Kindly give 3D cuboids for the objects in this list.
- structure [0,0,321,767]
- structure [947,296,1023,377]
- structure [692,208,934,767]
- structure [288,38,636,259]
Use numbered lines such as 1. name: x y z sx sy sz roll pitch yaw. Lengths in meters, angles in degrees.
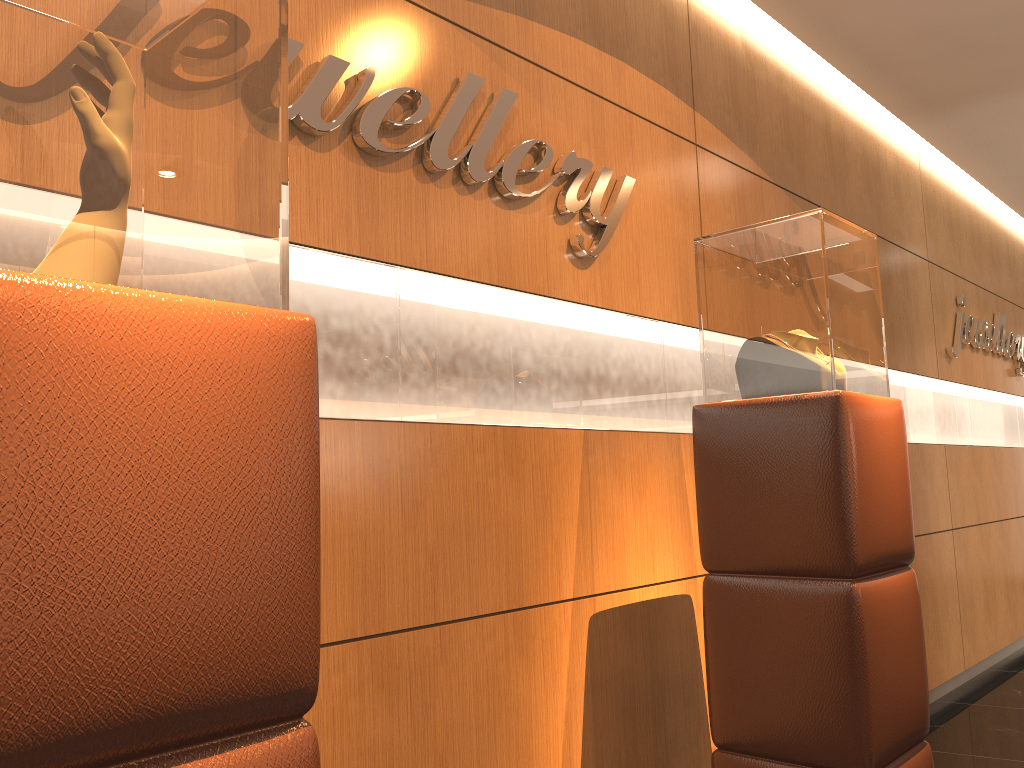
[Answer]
1. structure: -0.542 0.415 1.042 0.498 2.000 0.484 -8 -9 42
2. structure: 3.457 -0.326 6.387 0.034 0.442 2.050 -8 -9 42
3. structure: 0.863 0.531 2.575 0.498 1.968 0.484 -8 -9 42
4. structure: -0.267 -0.675 2.336 0.034 0.442 2.050 -8 -9 42
